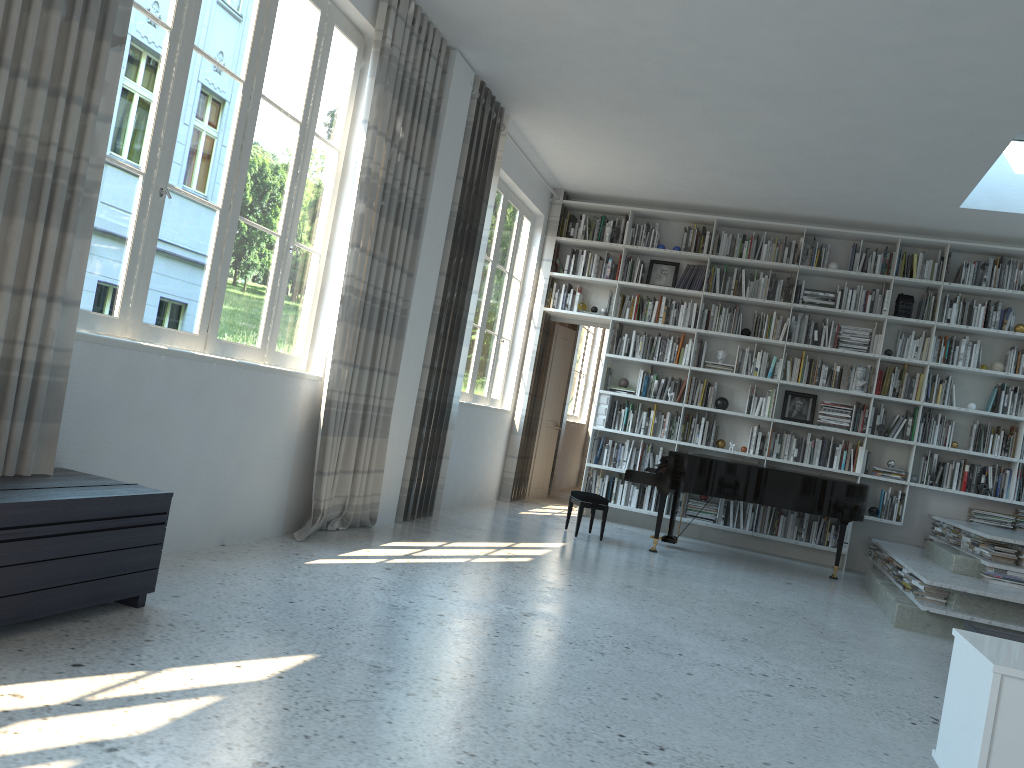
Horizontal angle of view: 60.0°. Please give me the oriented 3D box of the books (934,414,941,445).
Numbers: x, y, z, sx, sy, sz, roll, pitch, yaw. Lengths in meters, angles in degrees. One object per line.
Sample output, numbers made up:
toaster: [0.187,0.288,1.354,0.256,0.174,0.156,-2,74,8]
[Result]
books: [3.890,0.421,8.137,0.014,0.297,0.175,10,-1,16]

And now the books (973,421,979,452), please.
books: [4.206,0.479,8.074,0.016,0.289,0.131,10,-1,16]

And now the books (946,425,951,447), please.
books: [3.977,0.482,8.117,0.014,0.207,0.180,10,-1,16]

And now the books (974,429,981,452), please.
books: [4.207,0.515,8.042,0.015,0.215,0.178,10,-1,16]

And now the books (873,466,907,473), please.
books: [3.482,0.793,8.184,0.285,0.012,0.159,9,-2,20]

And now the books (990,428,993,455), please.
books: [4.331,0.522,8.031,0.030,0.244,0.136,10,-1,16]

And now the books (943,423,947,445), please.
books: [3.958,0.471,8.136,0.008,0.223,0.134,10,-1,16]

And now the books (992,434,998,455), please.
books: [4.342,0.549,8.005,0.015,0.195,0.176,10,-1,16]

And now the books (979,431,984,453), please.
books: [4.260,0.529,8.061,0.031,0.208,0.122,10,-1,16]

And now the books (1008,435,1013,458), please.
books: [4.462,0.564,7.973,0.013,0.204,0.158,10,-1,16]

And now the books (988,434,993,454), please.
books: [4.299,0.547,8.007,0.018,0.182,0.182,10,-1,16]

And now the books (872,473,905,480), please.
books: [3.472,0.853,8.186,0.285,0.012,0.159,9,-2,21]

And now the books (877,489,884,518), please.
books: [3.387,1.100,8.150,0.005,0.264,0.162,10,-1,16]

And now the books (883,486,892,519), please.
books: [3.436,1.090,8.148,0.032,0.300,0.149,10,-1,16]

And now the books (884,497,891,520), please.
books: [3.448,1.142,8.139,0.013,0.202,0.139,10,-1,16]

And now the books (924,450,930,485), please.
books: [3.792,0.766,8.135,0.010,0.316,0.187,10,-1,16]

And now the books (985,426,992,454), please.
books: [4.288,0.511,8.013,0.018,0.251,0.184,10,-1,16]

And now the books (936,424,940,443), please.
books: [3.901,0.449,8.152,0.007,0.247,0.153,10,-1,16]

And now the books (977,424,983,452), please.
books: [4.230,0.496,8.052,0.015,0.262,0.149,10,-1,16]

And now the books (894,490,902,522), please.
books: [3.513,1.110,8.104,0.021,0.285,0.172,10,-1,16]

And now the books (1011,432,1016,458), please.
books: [4.493,0.551,7.986,0.019,0.241,0.134,10,-1,16]

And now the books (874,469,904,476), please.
books: [3.478,0.817,8.186,0.254,0.012,0.161,9,-2,21]

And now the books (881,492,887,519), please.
books: [3.404,1.112,8.135,0.014,0.246,0.176,10,-1,16]

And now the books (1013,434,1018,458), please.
books: [4.509,0.563,7.976,0.009,0.223,0.146,10,-1,16]

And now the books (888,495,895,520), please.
books: [3.462,1.132,8.110,0.026,0.224,0.175,10,-1,16]

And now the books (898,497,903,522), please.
books: [3.541,1.142,8.102,0.013,0.233,0.149,10,-1,16]

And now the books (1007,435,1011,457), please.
books: [4.451,0.562,7.987,0.016,0.205,0.141,10,-1,16]

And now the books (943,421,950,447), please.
books: [3.967,0.464,8.124,0.015,0.238,0.176,10,-1,16]

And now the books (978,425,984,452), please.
books: [4.240,0.499,8.048,0.008,0.259,0.158,10,-1,16]

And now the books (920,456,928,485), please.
books: [3.771,0.790,8.138,0.023,0.262,0.186,10,-1,16]

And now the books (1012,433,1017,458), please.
books: [4.505,0.556,7.986,0.007,0.235,0.131,10,-1,16]

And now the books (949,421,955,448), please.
books: [4.009,0.465,8.115,0.013,0.251,0.173,10,-1,16]

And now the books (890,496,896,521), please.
books: [3.485,1.136,8.121,0.012,0.225,0.149,10,-1,16]

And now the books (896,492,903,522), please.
books: [3.535,1.122,8.120,0.015,0.270,0.157,10,-1,16]

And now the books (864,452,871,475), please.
books: [3.321,0.741,8.300,0.030,0.210,0.136,10,-1,16]

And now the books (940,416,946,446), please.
books: [3.944,0.437,8.142,0.006,0.285,0.159,10,-1,16]

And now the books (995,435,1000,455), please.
books: [4.356,0.557,7.996,0.019,0.183,0.190,10,-1,16]

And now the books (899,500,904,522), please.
books: [3.554,1.158,8.110,0.012,0.206,0.161,10,-1,16]

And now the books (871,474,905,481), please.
books: [3.468,0.864,8.181,0.285,0.012,0.159,9,-2,19]

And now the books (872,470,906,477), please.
books: [3.475,0.829,8.181,0.285,0.012,0.159,9,-2,19]

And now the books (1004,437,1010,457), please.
books: [4.427,0.570,7.964,0.016,0.180,0.189,10,-1,16]

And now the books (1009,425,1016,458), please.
books: [4.478,0.520,7.964,0.007,0.295,0.162,10,-1,16]

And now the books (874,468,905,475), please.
books: [3.477,0.804,8.176,0.254,0.012,0.161,10,-2,16]

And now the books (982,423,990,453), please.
books: [4.286,0.494,8.042,0.007,0.285,0.159,10,-1,16]

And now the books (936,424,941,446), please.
books: [3.906,0.472,8.146,0.013,0.203,0.167,10,-1,16]

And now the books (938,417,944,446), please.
books: [3.920,0.442,8.132,0.012,0.267,0.183,10,-1,16]

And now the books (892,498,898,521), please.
books: [3.490,1.143,8.101,0.011,0.212,0.178,10,-1,16]

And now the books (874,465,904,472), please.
books: [3.482,0.780,8.178,0.254,0.012,0.161,9,-2,25]

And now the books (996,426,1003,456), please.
books: [4.376,0.514,7.997,0.006,0.274,0.173,10,-1,16]

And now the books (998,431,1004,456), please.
books: [4.383,0.538,7.992,0.018,0.229,0.182,10,-1,16]

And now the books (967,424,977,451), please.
books: [4.183,0.494,8.066,0.019,0.251,0.130,10,-1,16]

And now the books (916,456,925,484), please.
books: [3.759,0.792,8.162,0.012,0.254,0.161,10,-1,16]

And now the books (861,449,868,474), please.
books: [3.294,0.727,8.306,0.027,0.229,0.141,10,-1,16]

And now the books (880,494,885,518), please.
books: [3.395,1.119,8.156,0.012,0.229,0.129,10,-1,16]

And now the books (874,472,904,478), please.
books: [3.473,0.841,8.183,0.254,0.012,0.161,9,-2,22]

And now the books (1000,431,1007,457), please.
books: [4.420,0.543,7.995,0.021,0.231,0.155,10,-1,16]

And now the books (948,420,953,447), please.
books: [3.997,0.458,8.118,0.014,0.261,0.142,10,-1,16]

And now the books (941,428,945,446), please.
books: [3.944,0.491,8.137,0.013,0.179,0.140,10,-1,16]
